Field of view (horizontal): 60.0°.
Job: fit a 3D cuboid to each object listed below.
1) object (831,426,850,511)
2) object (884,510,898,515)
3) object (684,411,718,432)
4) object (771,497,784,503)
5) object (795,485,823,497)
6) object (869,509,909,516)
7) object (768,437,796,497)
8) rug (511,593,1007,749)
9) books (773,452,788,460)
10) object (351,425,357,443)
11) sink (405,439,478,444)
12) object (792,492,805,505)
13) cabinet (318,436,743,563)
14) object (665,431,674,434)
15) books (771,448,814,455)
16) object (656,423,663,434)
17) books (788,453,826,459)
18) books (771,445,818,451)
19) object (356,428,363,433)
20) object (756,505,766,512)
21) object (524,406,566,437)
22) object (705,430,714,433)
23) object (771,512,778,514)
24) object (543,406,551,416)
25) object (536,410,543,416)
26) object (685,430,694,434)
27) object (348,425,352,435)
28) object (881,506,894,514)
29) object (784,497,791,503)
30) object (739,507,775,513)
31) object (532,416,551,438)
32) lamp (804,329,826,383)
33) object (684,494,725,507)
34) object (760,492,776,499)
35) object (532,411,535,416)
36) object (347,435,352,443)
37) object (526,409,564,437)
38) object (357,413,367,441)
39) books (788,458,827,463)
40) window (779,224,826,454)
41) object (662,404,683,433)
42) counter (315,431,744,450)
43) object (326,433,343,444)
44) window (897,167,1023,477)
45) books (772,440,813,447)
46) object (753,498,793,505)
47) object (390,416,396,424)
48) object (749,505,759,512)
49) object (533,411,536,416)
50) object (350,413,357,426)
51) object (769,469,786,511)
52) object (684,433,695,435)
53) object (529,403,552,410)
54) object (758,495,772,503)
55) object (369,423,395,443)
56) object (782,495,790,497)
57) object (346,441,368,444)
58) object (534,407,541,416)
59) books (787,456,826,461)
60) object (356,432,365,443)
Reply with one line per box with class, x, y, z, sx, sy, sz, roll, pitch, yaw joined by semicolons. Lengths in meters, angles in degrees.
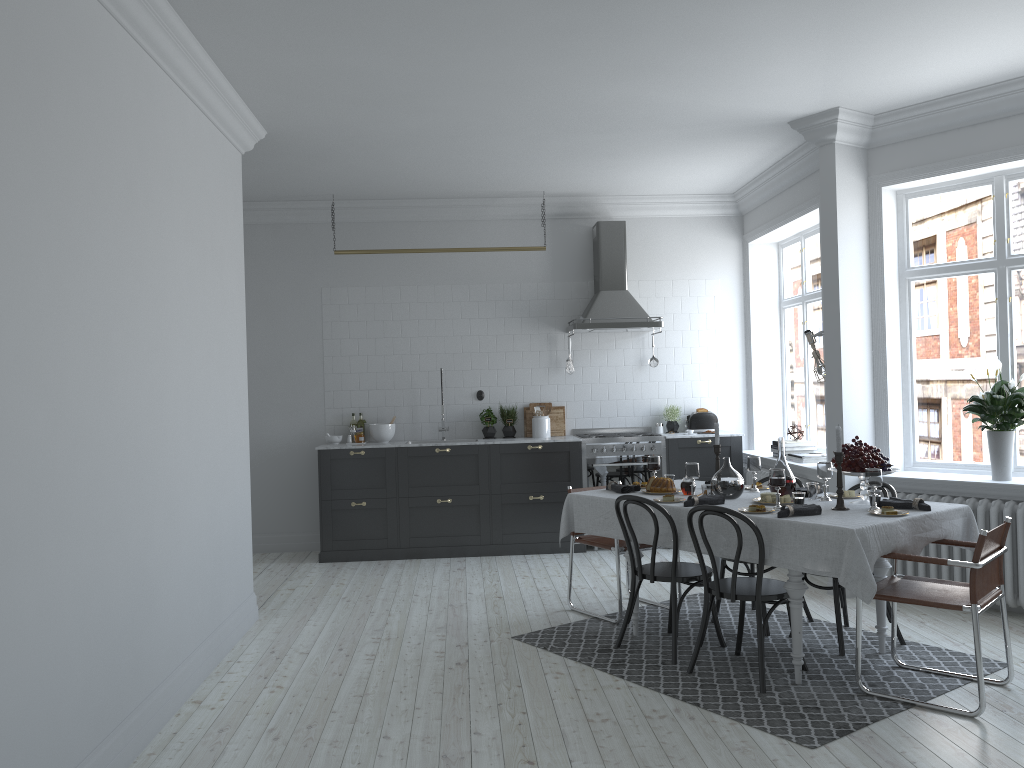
object;1.700;0.436;4.605;0.089;0.432;0.089;-2;0;19
object;1.870;0.637;4.384;0.057;0.021;0.037;-2;0;-3
object;1.842;0.365;8.632;0.326;0.207;0.219;-2;0;2
object;1.452;0.640;4.865;0.077;0.040;0.040;-2;0;16
object;1.719;0.625;5.234;0.165;0.061;0.247;-2;0;36
object;1.868;0.641;4.395;0.182;0.013;0.182;-2;0;7
object;1.555;0.484;5.111;0.152;0.352;0.152;-1;0;-43
rug;1.300;1.494;5.021;1.701;0.021;2.166;-1;0;-36
books;2.468;0.624;7.767;0.259;0.044;0.351;-2;0;-1
object;-1.494;0.474;8.390;0.059;0.172;0.059;-2;0;28
sink;-0.648;0.638;8.261;0.669;0.203;0.384;-2;0;-3
object;1.492;0.611;4.613;0.066;0.094;0.066;-2;0;-15
cabinet;0.187;1.040;8.341;3.897;1.012;0.646;-2;0;-3
object;1.512;0.468;8.535;0.091;0.018;0.062;-2;0;-6
books;2.457;0.587;7.778;0.259;0.031;0.328;-2;0;-5
object;1.434;0.433;8.620;0.072;0.095;0.072;-2;0;42
books;2.494;0.598;7.400;0.274;0.016;0.341;-2;0;-2
books;2.469;0.556;7.768;0.287;0.031;0.351;-2;0;-3
object;-1.459;0.489;8.462;0.077;0.141;0.044;-2;0;-3
object;1.287;0.645;4.584;0.036;0.039;0.051;-2;0;36
object;0.319;0.367;8.658;0.400;0.290;0.030;-2;0;-3
object;1.853;0.450;8.361;0.119;0.031;0.074;-2;0;29
object;1.373;0.656;4.542;0.131;0.012;0.031;-1;0;-36
object;0.310;0.361;8.525;0.131;0.296;0.056;-2;0;-24
object;0.242;0.379;8.454;0.054;0.262;0.149;-2;0;-28
object;1.660;0.449;8.274;0.072;0.040;0.070;-2;0;-11
object;-1.526;0.475;8.447;0.059;0.172;0.059;-2;0;28
object;1.874;0.628;4.426;0.057;0.037;0.021;-2;0;18
object;1.497;0.641;4.903;0.040;0.039;0.077;-2;0;-33
object;1.271;0.658;4.609;0.182;0.013;0.182;-2;0;12
object;0.279;0.409;8.485;0.174;0.208;0.174;-2;0;-8
lamp;2.283;0.084;6.466;0.131;0.977;0.312;-2;0;-29
object;1.073;0.643;4.912;0.165;0.061;0.247;-2;0;36
object;1.437;0.634;4.947;0.100;0.056;0.056;-2;0;14
object;0.247;0.384;8.478;0.117;0.251;0.061;-2;0;26
object;-1.529;0.519;8.344;0.046;0.084;0.046;-2;0;-17
object;0.319;0.382;8.601;0.360;0.261;0.053;-2;0;-3
object;-1.437;0.418;8.513;0.089;0.282;0.082;-2;0;-3
books;2.484;0.635;7.396;0.254;0.019;0.343;-2;0;-3
window;2.728;-0.379;7.868;0.061;2.080;1.716;-2;0;-3
object;1.558;0.335;8.614;0.210;0.283;0.220;-2;0;9
counter;0.171;0.525;8.353;3.902;0.020;0.624;-2;0;-3
object;-1.676;0.512;8.363;0.159;0.110;0.172;-2;0;-8
window;3.525;-0.408;5.677;0.061;2.080;2.079;-1;0;-41
books;2.463;0.521;7.780;0.259;0.038;0.325;-2;0;-1
object;1.468;0.652;4.924;0.251;0.018;0.251;-2;0;-3
object;-1.175;0.427;8.460;0.042;0.232;0.209;-2;0;37
object;1.258;0.646;4.613;0.057;0.037;0.021;-2;0;-22
object;0.269;0.384;8.522;0.118;0.250;0.033;-2;0;-3
object;-1.518;0.420;8.514;0.066;0.282;0.066;-2;0;-8
object;1.396;0.556;4.659;0.083;0.215;0.083;-2;0;1
object;1.662;0.469;8.274;0.126;0.008;0.126;-2;0;23
object;0.284;0.349;8.624;0.220;0.330;0.041;-2;0;-3
object;1.391;0.631;4.878;0.039;0.040;0.078;-2;0;-29
object;-1.232;0.467;8.428;0.247;0.175;0.247;-2;0;10
object;1.519;0.637;4.960;0.039;0.040;0.077;-2;0;-24
object;-1.473;0.557;8.426;0.180;0.008;0.272;-2;0;-3
object;0.276;0.364;8.495;0.064;0.290;0.141;-2;0;-30
books;2.485;0.616;7.402;0.254;0.019;0.337;-2;0;-5
object;-1.430;0.508;8.360;0.078;0.101;0.078;-2;0;25
